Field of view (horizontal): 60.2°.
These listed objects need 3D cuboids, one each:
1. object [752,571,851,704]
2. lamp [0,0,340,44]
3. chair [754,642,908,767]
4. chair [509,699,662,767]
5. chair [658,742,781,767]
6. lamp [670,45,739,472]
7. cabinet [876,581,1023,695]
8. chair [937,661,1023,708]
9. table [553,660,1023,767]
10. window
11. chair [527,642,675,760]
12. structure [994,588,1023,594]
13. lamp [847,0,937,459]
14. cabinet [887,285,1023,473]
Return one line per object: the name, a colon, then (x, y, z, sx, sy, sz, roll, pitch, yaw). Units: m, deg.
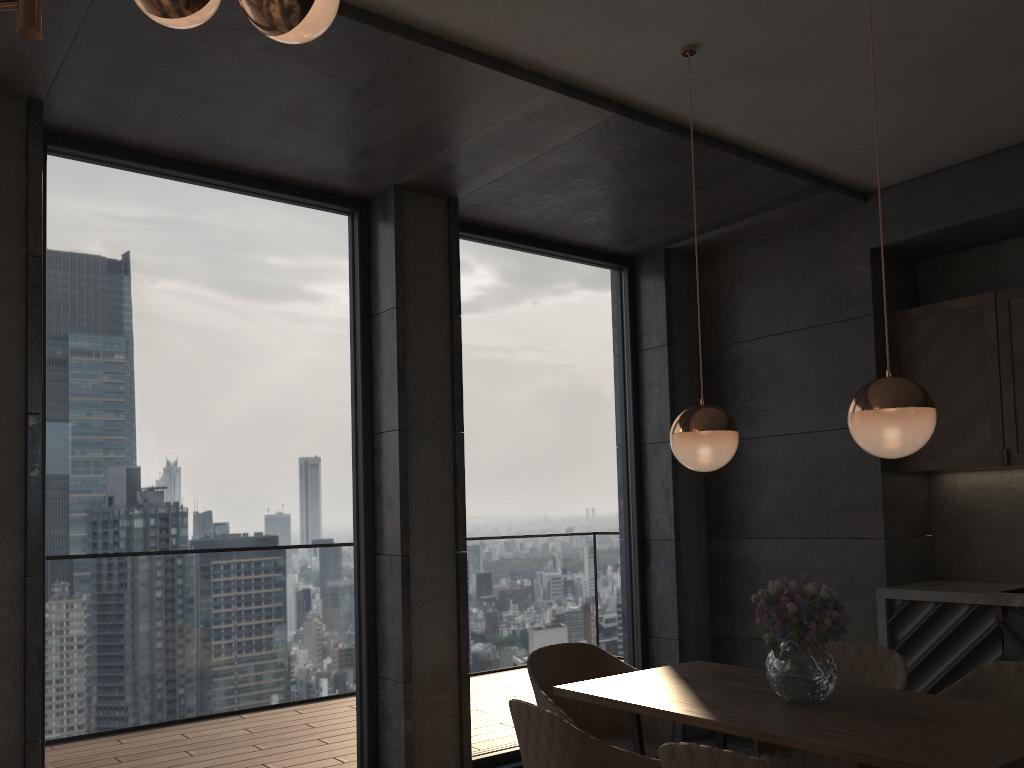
object: (0.922, 0.797, 2.804, 0.298, 0.406, 0.330, -4, -6, 23)
lamp: (-0.713, -0.940, 1.363, 1.468, 1.032, 1.020, -5, -7, 28)
chair: (1.210, 1.425, 3.328, 0.511, 0.831, 0.558, 3, -7, -43)
chair: (0.284, 1.347, 2.638, 0.510, 0.831, 0.559, 1, -6, -28)
chair: (0.659, 1.264, 2.156, 0.511, 0.831, 0.558, 3, -7, -43)
lamp: (0.663, -0.454, 3.170, 0.239, 1.535, 0.240, 1, -4, -32)
cabinet: (3.161, 1.319, 3.375, 0.601, 0.943, 3.415, 2, -9, -37)
chair: (1.589, 1.336, 2.800, 0.511, 0.831, 0.558, 2, -6, -38)
table: (0.907, 1.382, 2.761, 0.770, 0.764, 1.476, 3, -9, -37)
window: (-2.071, 0.438, 3.390, 7.280, 2.981, 0.200, 4, -6, -37)
chair: (0.349, 1.472, 3.490, 0.556, 0.831, 0.513, 2, -6, -33)
structure: (2.654, 0.966, 4.069, 0.505, 0.017, 0.614, 5, -11, -37)
lamp: (1.089, -0.548, 2.616, 0.239, 1.535, 0.240, -3, -4, 28)
cabinet: (3.212, -0.170, 3.533, 0.370, 0.859, 3.416, 2, -8, -37)
